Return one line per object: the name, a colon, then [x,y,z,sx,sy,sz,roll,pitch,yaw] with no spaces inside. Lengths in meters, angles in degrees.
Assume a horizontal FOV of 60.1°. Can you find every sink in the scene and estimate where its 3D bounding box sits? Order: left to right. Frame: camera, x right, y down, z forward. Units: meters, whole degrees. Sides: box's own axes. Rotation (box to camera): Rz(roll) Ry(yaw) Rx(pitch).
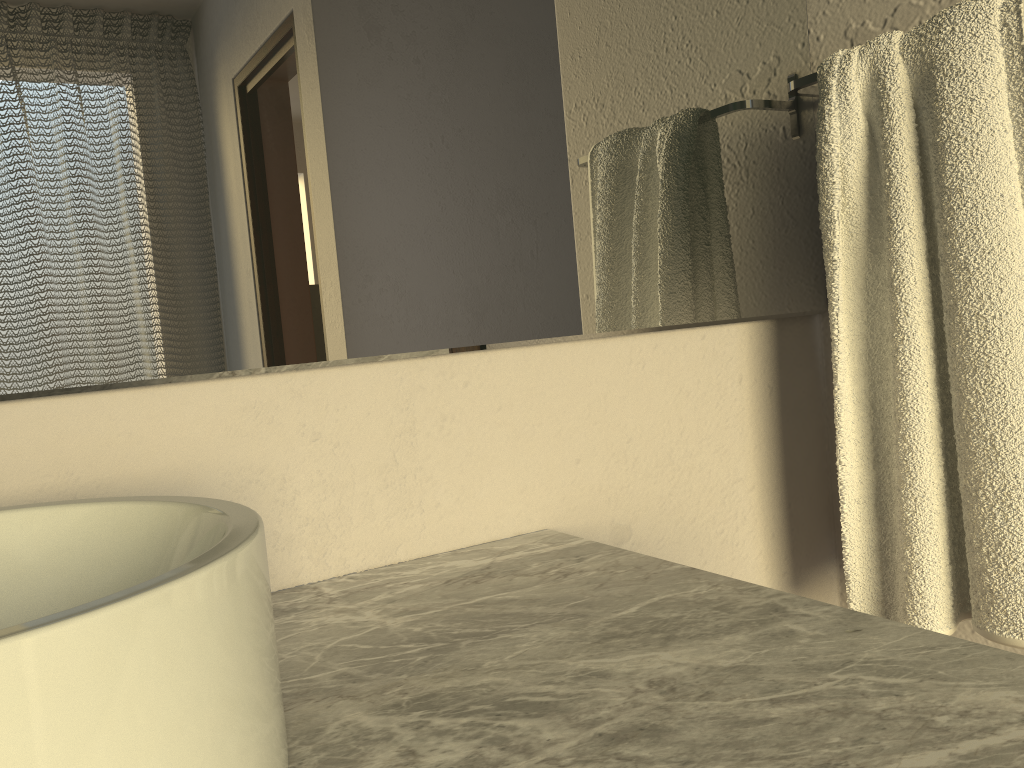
sink: [-0.297,0.155,0.432,0.366,0.130,0.349,-3,5,37]

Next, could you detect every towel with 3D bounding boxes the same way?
towel: [0.439,-0.052,0.903,0.159,0.636,0.260,-6,4,-13]

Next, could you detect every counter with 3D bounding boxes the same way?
counter: [-0.754,0.333,0.156,2.211,0.101,0.600,-7,4,-30]

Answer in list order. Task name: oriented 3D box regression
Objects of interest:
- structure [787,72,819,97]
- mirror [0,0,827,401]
structure: [0.458,-0.356,0.923,0.100,0.088,0.377,-7,4,-31]
mirror: [-1.368,-0.440,0.135,3.993,1.152,0.018,-7,4,-30]
